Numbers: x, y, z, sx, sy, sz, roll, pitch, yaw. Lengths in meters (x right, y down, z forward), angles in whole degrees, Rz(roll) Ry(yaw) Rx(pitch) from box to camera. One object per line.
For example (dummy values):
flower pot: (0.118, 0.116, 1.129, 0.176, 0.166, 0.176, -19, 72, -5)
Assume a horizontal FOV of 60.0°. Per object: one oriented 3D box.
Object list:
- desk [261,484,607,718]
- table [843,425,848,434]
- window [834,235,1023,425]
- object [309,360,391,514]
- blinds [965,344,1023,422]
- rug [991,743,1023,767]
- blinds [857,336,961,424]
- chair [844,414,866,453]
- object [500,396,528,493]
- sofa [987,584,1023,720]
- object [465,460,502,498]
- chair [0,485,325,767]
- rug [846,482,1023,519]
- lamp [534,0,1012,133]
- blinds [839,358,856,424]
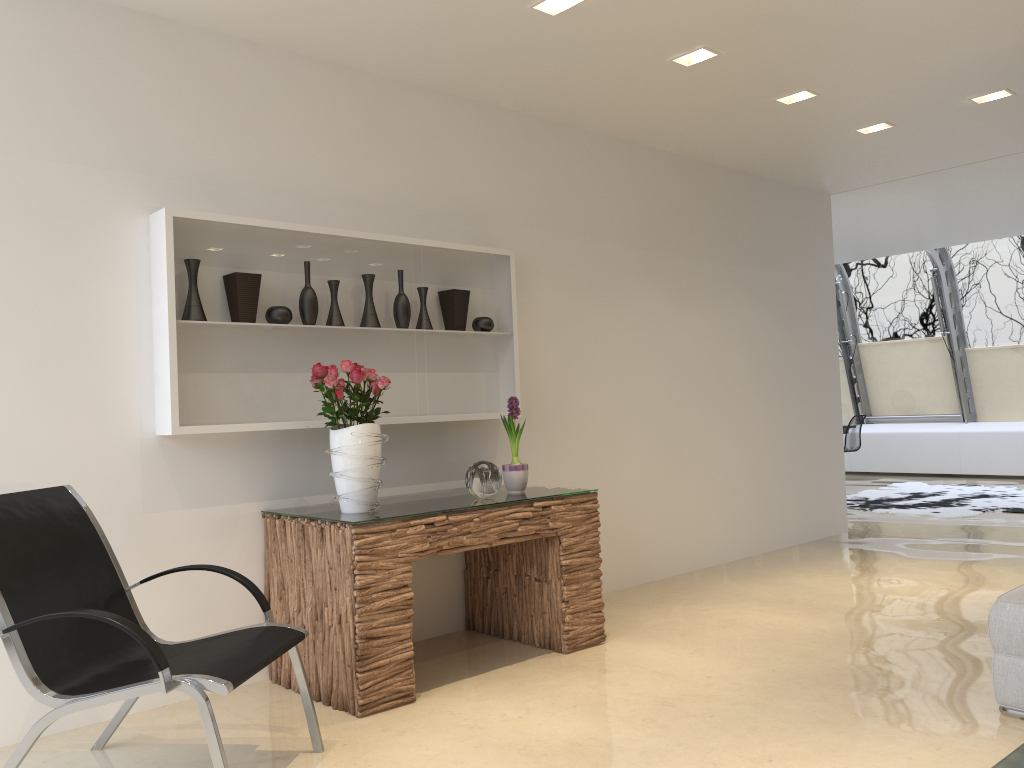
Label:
desk: (-0.329, 0.923, 4.157, 1.436, 0.762, 0.793, -1, -2, -42)
table: (2.760, 1.023, 12.259, 2.494, 0.759, 3.031, -1, -2, -42)
window: (1.041, -0.116, 7.015, 16.693, 3.674, 16.171, -1, -2, -36)
object: (-0.687, 0.223, 3.807, 0.327, 0.654, 0.350, -2, -2, -22)
blinds: (6.726, -0.003, 11.523, 0.329, 1.027, 1.430, -1, -2, -42)
rug: (1.908, 1.111, 1.162, 2.194, 0.012, 2.923, -1, -2, -41)
blinds: (5.667, -0.021, 12.642, 0.387, 1.214, 1.376, -1, -2, -42)
chair: (4.182, 0.663, 11.420, 0.446, 0.519, 0.688, -1, -2, -42)
object: (0.011, 0.297, 4.383, 0.129, 0.476, 0.129, -3, -2, 8)
sofa: (3.059, 0.717, 2.659, 1.334, 0.798, 2.625, -1, -2, -42)
object: (-0.133, 0.446, 4.148, 0.174, 0.179, 0.175, -2, -2, -9)
chair: (-1.183, 0.824, 2.839, 0.943, 0.972, 0.752, -3, -2, 8)
rug: (4.840, 1.234, 9.547, 3.220, 0.008, 2.705, -1, -2, -42)
lamp: (2.104, -1.673, 5.475, 9.775, 0.004, 9.928, -1, -2, -42)
blinds: (4.656, 0.148, 13.798, 0.329, 1.027, 1.430, -1, -2, -42)
